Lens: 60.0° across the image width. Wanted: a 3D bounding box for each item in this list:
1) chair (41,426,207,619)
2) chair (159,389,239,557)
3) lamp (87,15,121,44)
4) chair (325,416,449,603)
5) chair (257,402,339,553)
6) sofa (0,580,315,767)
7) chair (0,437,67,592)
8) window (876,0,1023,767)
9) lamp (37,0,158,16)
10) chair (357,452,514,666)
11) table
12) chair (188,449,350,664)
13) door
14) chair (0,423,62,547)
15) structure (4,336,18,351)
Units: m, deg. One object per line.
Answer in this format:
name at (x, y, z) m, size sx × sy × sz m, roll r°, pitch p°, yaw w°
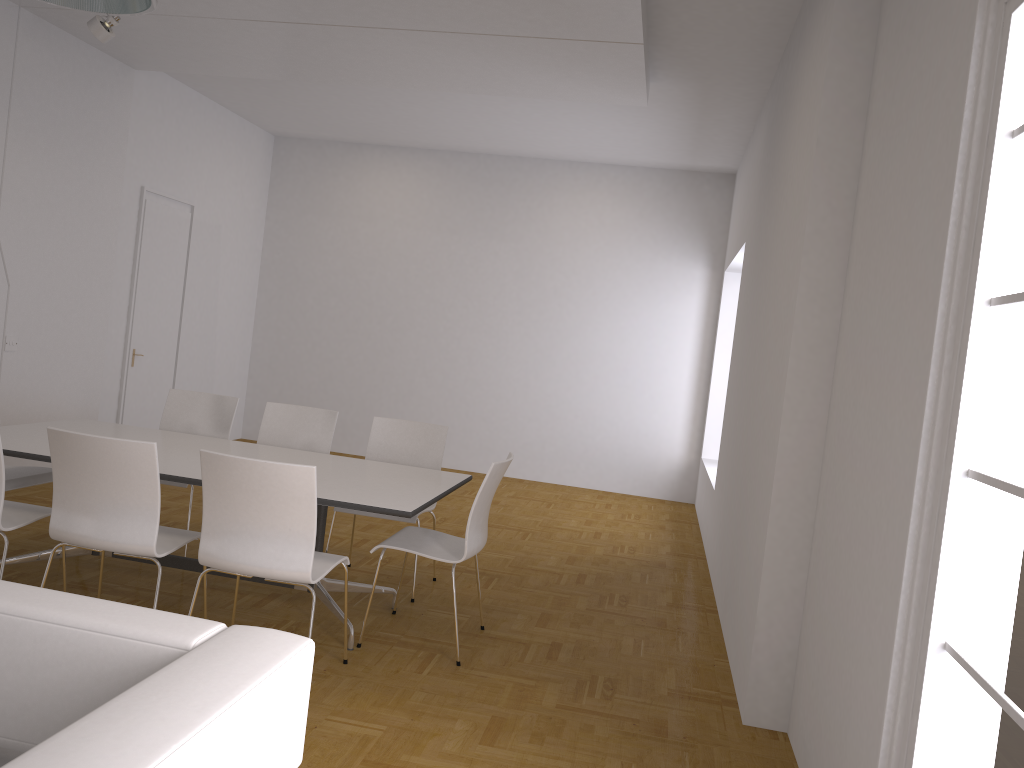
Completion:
chair at (-1.630, 0.653, 3.736) m, size 0.561 × 0.930 × 0.575 m, roll 7°, pitch 2°, yaw 9°
chair at (-2.041, 0.526, 5.386) m, size 0.561 × 0.930 × 0.575 m, roll 7°, pitch 2°, yaw 9°
lamp at (-2.436, -2.220, 5.291) m, size 0.167 × 0.364 × 0.174 m, roll 5°, pitch 2°, yaw -38°
chair at (-0.709, 0.695, 5.159) m, size 0.561 × 0.930 × 0.575 m, roll 7°, pitch 2°, yaw 9°
chair at (-1.395, 0.608, 5.276) m, size 0.561 × 0.930 × 0.575 m, roll 7°, pitch 2°, yaw 9°
sofa at (-1.784, 0.764, 1.594) m, size 2.624 × 0.848 × 0.822 m, roll 7°, pitch 2°, yaw 10°
chair at (-2.316, 0.566, 3.853) m, size 0.561 × 0.930 × 0.575 m, roll 7°, pitch 2°, yaw 9°
window at (0.829, 0.286, 0.589) m, size 0.195 × 2.526 × 3.351 m, roll 7°, pitch 2°, yaw 9°
lamp at (-1.076, -1.644, 2.239) m, size 0.465 × 1.249 × 0.464 m, roll 7°, pitch 2°, yaw 9°
chair at (-0.335, 0.781, 4.290) m, size 0.575 × 0.930 × 0.561 m, roll 7°, pitch 2°, yaw 9°
table at (-1.540, 0.728, 4.512) m, size 2.412 × 0.722 × 1.211 m, roll 7°, pitch 2°, yaw 10°
chair at (-0.983, 0.735, 3.627) m, size 0.561 × 0.930 × 0.575 m, roll 7°, pitch 2°, yaw 9°
door at (-3.325, -0.533, 8.254) m, size 0.132 × 2.452 × 0.871 m, roll 7°, pitch 2°, yaw 9°
chair at (-2.769, 0.465, 4.702) m, size 0.575 × 0.930 × 0.561 m, roll 7°, pitch 2°, yaw 9°
structure at (-3.524, -0.285, 6.243) m, size 0.013 × 0.104 × 0.114 m, roll 7°, pitch 2°, yaw 9°
